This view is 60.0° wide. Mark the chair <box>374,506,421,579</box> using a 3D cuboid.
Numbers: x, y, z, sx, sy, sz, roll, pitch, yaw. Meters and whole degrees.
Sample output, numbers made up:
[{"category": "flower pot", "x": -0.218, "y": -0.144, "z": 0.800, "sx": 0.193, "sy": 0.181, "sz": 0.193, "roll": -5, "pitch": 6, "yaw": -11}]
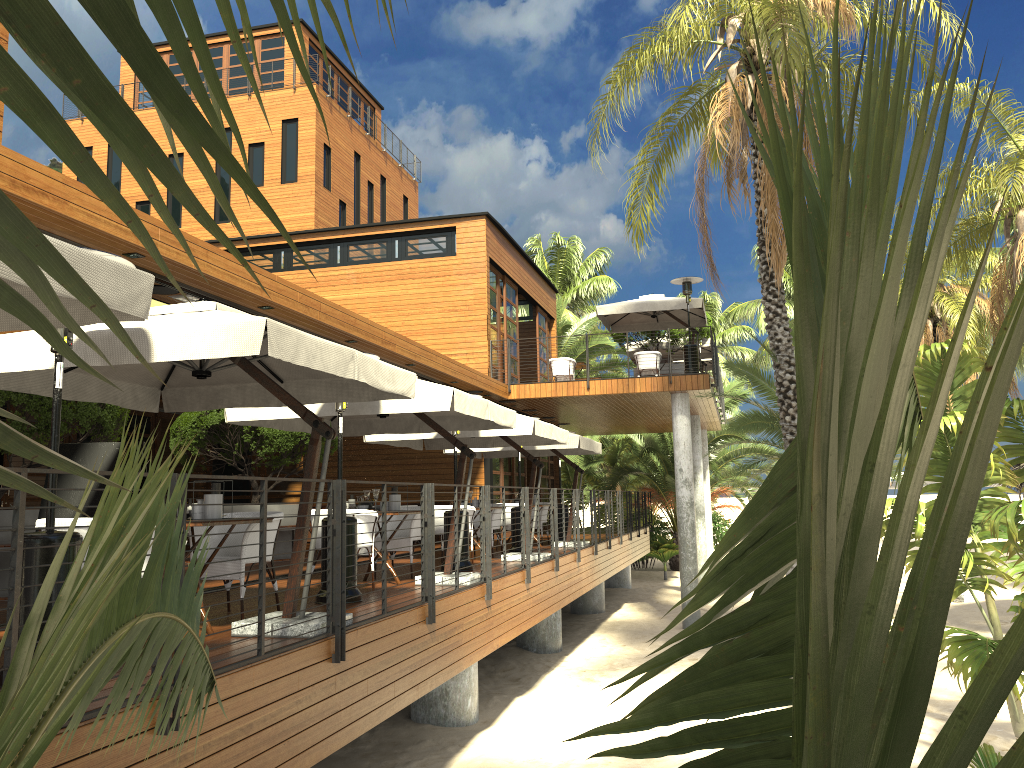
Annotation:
[{"category": "chair", "x": -1.254, "y": 1.811, "z": 10.198, "sx": 0.627, "sy": 0.790, "sz": 0.615, "roll": -3, "pitch": -8, "yaw": 15}]

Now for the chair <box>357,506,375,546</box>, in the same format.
[{"category": "chair", "x": -2.521, "y": 2.546, "z": 15.574, "sx": 0.627, "sy": 0.790, "sz": 0.615, "roll": 3, "pitch": -9, "yaw": -30}]

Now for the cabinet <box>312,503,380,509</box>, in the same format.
[{"category": "cabinet", "x": -3.463, "y": 2.985, "z": 18.910, "sx": 1.610, "sy": 0.840, "sz": 0.556, "roll": -3, "pitch": -8, "yaw": 14}]

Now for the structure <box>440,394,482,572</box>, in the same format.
[{"category": "structure", "x": -0.698, "y": 1.192, "z": 11.012, "sx": 0.699, "sy": 2.198, "sz": 0.697, "roll": -2, "pitch": -8, "yaw": 2}]

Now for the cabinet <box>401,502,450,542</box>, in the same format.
[{"category": "cabinet", "x": -1.890, "y": 2.898, "z": 18.520, "sx": 1.610, "sy": 0.840, "sz": 0.556, "roll": -3, "pitch": -8, "yaw": 14}]

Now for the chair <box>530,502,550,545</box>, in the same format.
[{"category": "chair", "x": 0.414, "y": 2.626, "z": 16.697, "sx": 0.627, "sy": 0.790, "sz": 0.615, "roll": -3, "pitch": -8, "yaw": 15}]

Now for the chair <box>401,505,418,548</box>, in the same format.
[{"category": "chair", "x": -2.100, "y": 2.680, "z": 16.665, "sx": 0.616, "sy": 0.790, "sz": 0.626, "roll": 3, "pitch": -9, "yaw": -30}]

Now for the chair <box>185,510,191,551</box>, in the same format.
[{"category": "chair", "x": -5.693, "y": 2.671, "z": 15.972, "sx": 0.627, "sy": 0.790, "sz": 0.615, "roll": 3, "pitch": -9, "yaw": -30}]

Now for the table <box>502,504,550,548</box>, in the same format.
[{"category": "table", "x": 0.211, "y": 2.542, "z": 15.881, "sx": 0.931, "sy": 0.751, "sz": 0.929, "roll": -3, "pitch": -8, "yaw": 14}]

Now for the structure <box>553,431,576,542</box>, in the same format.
[{"category": "structure", "x": 0.948, "y": 1.997, "z": 17.427, "sx": 0.699, "sy": 2.198, "sz": 0.697, "roll": -2, "pitch": -8, "yaw": 2}]

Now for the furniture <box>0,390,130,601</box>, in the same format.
[{"category": "furniture", "x": -5.526, "y": 0.851, "z": 9.432, "sx": 2.568, "sy": 2.730, "sz": 2.712, "roll": 2, "pitch": -9, "yaw": -21}]

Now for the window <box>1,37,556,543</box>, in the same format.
[{"category": "window", "x": -5.399, "y": -5.278, "z": 21.644, "sx": 14.489, "sy": 18.012, "sz": 38.314, "roll": 0, "pitch": -8, "yaw": -9}]

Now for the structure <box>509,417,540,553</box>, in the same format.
[{"category": "structure", "x": 0.124, "y": 1.594, "z": 14.216, "sx": 0.699, "sy": 2.198, "sz": 0.697, "roll": -2, "pitch": -8, "yaw": 2}]

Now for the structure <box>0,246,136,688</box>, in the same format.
[{"category": "structure", "x": -2.355, "y": 0.382, "z": 4.557, "sx": 0.699, "sy": 2.198, "sz": 0.697, "roll": -2, "pitch": -8, "yaw": 2}]

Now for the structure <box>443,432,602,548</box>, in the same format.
[{"category": "structure", "x": 0.274, "y": 1.760, "z": 15.998, "sx": 2.413, "sy": 2.339, "sz": 2.408, "roll": -3, "pitch": -8, "yaw": 14}]

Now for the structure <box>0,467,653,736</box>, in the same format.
[{"category": "structure", "x": 0.773, "y": 2.153, "z": 13.320, "sx": 0.163, "sy": 1.156, "sz": 26.204, "roll": -3, "pitch": -8, "yaw": 14}]

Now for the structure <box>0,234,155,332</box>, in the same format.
[{"category": "structure", "x": -3.051, "y": 0.133, "z": 3.041, "sx": 2.413, "sy": 2.339, "sz": 2.408, "roll": -3, "pitch": -8, "yaw": 14}]

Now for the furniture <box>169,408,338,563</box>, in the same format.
[{"category": "furniture", "x": -4.183, "y": 1.472, "z": 14.386, "sx": 2.616, "sy": 2.730, "sz": 2.687, "roll": -2, "pitch": -8, "yaw": 5}]

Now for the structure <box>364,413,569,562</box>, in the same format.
[{"category": "structure", "x": -0.557, "y": 1.353, "z": 12.759, "sx": 2.413, "sy": 2.339, "sz": 2.408, "roll": -3, "pitch": -8, "yaw": 14}]

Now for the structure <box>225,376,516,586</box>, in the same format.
[{"category": "structure", "x": -1.388, "y": 0.947, "z": 9.520, "sx": 2.413, "sy": 2.339, "sz": 2.408, "roll": -3, "pitch": -8, "yaw": 14}]

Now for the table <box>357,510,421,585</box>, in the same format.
[{"category": "table", "x": -1.458, "y": 1.726, "z": 9.376, "sx": 0.931, "sy": 0.751, "sz": 0.929, "roll": -3, "pitch": -8, "yaw": 14}]

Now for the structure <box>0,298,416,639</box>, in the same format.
[{"category": "structure", "x": -2.220, "y": 0.540, "z": 6.281, "sx": 2.413, "sy": 2.339, "sz": 2.408, "roll": -3, "pitch": -8, "yaw": 14}]

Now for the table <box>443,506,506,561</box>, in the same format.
[{"category": "table", "x": -0.625, "y": 2.134, "z": 12.625, "sx": 0.931, "sy": 0.751, "sz": 0.929, "roll": -3, "pitch": -8, "yaw": 14}]

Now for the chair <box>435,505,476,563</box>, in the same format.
[{"category": "chair", "x": -0.833, "y": 2.029, "z": 11.935, "sx": 0.627, "sy": 0.790, "sz": 0.615, "roll": -3, "pitch": -8, "yaw": 15}]

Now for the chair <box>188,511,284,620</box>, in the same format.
[{"category": "chair", "x": -2.112, "y": 1.391, "z": 6.851, "sx": 0.627, "sy": 0.790, "sz": 0.615, "roll": -3, "pitch": -8, "yaw": 15}]

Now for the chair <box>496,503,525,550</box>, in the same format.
[{"category": "chair", "x": 0.008, "y": 2.441, "z": 15.213, "sx": 0.627, "sy": 0.790, "sz": 0.615, "roll": -3, "pitch": -8, "yaw": 15}]

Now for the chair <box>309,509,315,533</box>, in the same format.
[{"category": "chair", "x": -3.731, "y": 2.612, "z": 15.863, "sx": 0.616, "sy": 0.790, "sz": 0.626, "roll": 3, "pitch": -9, "yaw": -30}]

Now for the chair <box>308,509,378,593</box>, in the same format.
[{"category": "chair", "x": -1.674, "y": 1.618, "z": 8.657, "sx": 0.627, "sy": 0.790, "sz": 0.615, "roll": -3, "pitch": -8, "yaw": 15}]

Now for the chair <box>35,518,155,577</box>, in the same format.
[{"category": "chair", "x": -2.519, "y": 1.205, "z": 5.367, "sx": 0.627, "sy": 0.790, "sz": 0.615, "roll": -3, "pitch": -8, "yaw": 15}]

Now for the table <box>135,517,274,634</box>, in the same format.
[{"category": "table", "x": -2.292, "y": 1.318, "z": 6.128, "sx": 0.931, "sy": 0.751, "sz": 0.929, "roll": -3, "pitch": -8, "yaw": 14}]

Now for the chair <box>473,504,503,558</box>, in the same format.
[{"category": "chair", "x": -0.427, "y": 2.215, "z": 13.419, "sx": 0.627, "sy": 0.790, "sz": 0.615, "roll": -3, "pitch": -8, "yaw": 15}]

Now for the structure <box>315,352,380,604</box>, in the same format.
[{"category": "structure", "x": -1.518, "y": 0.791, "z": 7.817, "sx": 0.699, "sy": 2.198, "sz": 0.697, "roll": -2, "pitch": -8, "yaw": 2}]
